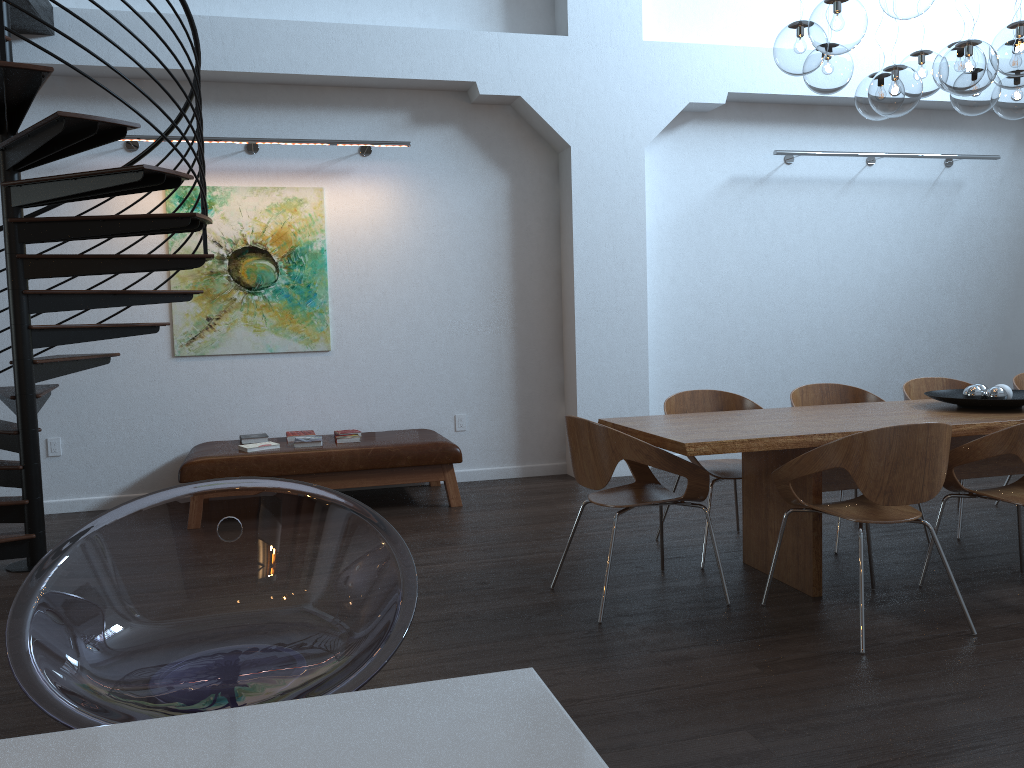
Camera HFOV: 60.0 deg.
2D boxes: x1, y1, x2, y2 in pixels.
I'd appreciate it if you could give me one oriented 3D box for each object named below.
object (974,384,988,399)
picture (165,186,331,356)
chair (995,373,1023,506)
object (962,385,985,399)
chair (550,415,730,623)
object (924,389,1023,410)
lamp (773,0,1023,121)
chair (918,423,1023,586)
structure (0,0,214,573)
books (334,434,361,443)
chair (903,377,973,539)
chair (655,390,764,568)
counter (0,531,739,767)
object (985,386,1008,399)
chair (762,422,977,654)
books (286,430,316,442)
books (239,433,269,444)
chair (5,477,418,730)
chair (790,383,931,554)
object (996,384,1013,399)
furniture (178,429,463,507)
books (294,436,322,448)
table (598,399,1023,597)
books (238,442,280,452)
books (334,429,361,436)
[{"bbox_3d":[2.380,0.048,4.522,0.100,0.100,0.100,1,5,30],"label":"object"},{"bbox_3d":[-1.893,-0.821,6.417,1.095,1.200,0.010,-3,4,-15],"label":"picture"},{"bbox_3d":[3.354,0.356,5.318,0.629,0.833,0.618,-3,4,-15],"label":"chair"},{"bbox_3d":[2.313,0.055,4.445,0.100,0.100,0.100,1,5,30],"label":"object"},{"bbox_3d":[0.545,0.538,3.964,0.618,0.833,0.629,-3,4,-20],"label":"chair"},{"bbox_3d":[2.387,0.082,4.435,0.592,0.066,0.592,1,5,33],"label":"object"},{"bbox_3d":[2.015,-2.338,4.171,1.787,2.140,0.849,-3,4,-16],"label":"lamp"},{"bbox_3d":[2.184,0.505,3.762,0.629,0.833,0.618,-3,4,-15],"label":"chair"},{"bbox_3d":[-2.647,-1.185,4.667,1.998,4.352,1.998,1,5,36],"label":"structure"},{"bbox_3d":[-1.138,0.376,6.128,0.161,0.032,0.224,-3,4,-15],"label":"books"},{"bbox_3d":[2.598,0.392,5.129,0.629,0.833,0.618,-3,4,-15],"label":"chair"},{"bbox_3d":[1.124,0.464,4.720,0.629,0.830,0.617,-3,4,-15],"label":"chair"},{"bbox_3d":[-0.735,0.757,1.327,8.182,0.860,3.039,-6,6,-44],"label":"counter"},{"bbox_3d":[2.402,0.061,4.400,0.100,0.100,0.100,1,5,30],"label":"object"},{"bbox_3d":[1.427,0.541,3.577,0.629,0.833,0.618,-3,4,-17],"label":"chair"},{"bbox_3d":[-1.506,0.369,6.318,0.197,0.043,0.283,-3,4,-16],"label":"books"},{"bbox_3d":[-1.819,0.385,6.254,0.183,0.044,0.254,-3,5,-20],"label":"books"},{"bbox_3d":[-0.384,0.673,1.249,0.530,1.014,0.481,-3,4,-13],"label":"chair"},{"bbox_3d":[1.866,0.429,4.913,0.629,0.833,0.618,-3,4,-13],"label":"chair"},{"bbox_3d":[2.470,0.050,4.477,0.100,0.100,0.100,1,5,30],"label":"object"},{"bbox_3d":[-1.319,0.619,6.190,1.819,0.453,0.907,-3,4,-15],"label":"furniture"},{"bbox_3d":[-1.378,0.391,6.004,0.185,0.040,0.247,-3,4,-12],"label":"books"},{"bbox_3d":[2.403,0.488,4.467,3.803,0.750,1.012,-3,4,-15],"label":"table"},{"bbox_3d":[-1.674,0.415,5.874,0.223,0.031,0.161,-5,5,-37],"label":"books"},{"bbox_3d":[-1.187,0.358,6.406,0.161,0.036,0.224,-3,5,-21],"label":"books"}]
